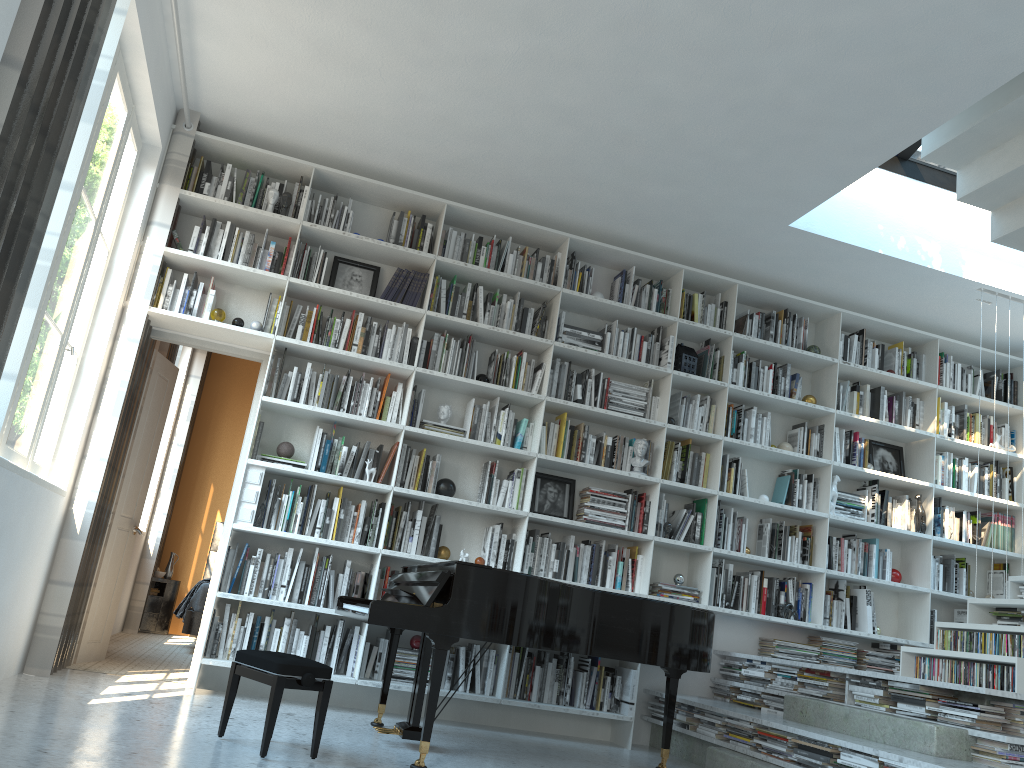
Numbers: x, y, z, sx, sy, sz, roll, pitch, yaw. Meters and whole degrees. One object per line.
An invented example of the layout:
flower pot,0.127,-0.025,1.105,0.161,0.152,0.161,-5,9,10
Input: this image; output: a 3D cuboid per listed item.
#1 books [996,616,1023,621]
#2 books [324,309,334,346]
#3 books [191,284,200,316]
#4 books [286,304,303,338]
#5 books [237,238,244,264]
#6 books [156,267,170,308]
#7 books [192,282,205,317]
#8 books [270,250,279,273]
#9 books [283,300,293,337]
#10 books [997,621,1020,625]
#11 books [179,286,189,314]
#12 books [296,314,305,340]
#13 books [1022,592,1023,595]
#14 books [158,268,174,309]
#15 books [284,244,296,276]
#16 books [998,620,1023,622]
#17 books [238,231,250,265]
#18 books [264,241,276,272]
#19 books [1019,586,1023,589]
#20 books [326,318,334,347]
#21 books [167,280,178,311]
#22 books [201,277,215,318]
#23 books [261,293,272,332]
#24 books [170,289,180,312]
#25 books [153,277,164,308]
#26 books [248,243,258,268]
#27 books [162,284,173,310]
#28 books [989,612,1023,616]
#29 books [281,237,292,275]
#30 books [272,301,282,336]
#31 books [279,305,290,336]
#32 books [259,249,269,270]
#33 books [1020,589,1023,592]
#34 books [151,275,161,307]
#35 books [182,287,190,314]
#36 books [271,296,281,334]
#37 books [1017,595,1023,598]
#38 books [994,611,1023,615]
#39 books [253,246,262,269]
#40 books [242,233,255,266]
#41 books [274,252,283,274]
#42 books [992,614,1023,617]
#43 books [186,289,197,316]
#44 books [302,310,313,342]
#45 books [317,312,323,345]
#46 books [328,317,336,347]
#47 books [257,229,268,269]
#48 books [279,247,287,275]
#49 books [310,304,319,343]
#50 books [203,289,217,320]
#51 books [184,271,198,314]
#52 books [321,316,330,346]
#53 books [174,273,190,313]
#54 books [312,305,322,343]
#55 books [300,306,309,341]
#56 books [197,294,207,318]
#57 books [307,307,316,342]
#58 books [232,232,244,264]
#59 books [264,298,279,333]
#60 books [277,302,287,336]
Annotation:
books,3.022,1.410,5.295,0.140,0.022,0.181,15,-16,-20
books,-1.140,-0.310,5.464,0.012,0.276,0.151,13,-15,-14
books,-1.878,-0.458,5.266,0.010,0.233,0.165,13,-15,-14
books,-1.339,-0.345,5.414,0.062,0.257,0.153,13,-15,-14
books,-1.663,-0.764,5.418,0.011,0.230,0.135,13,-15,-14
books,-2.063,-0.529,5.241,0.013,0.302,0.135,13,-15,-14
books,-1.856,-0.461,5.246,0.021,0.236,0.189,13,-15,-14
books,-1.470,-0.705,5.456,0.029,0.195,0.146,13,-15,-14
books,-1.369,-0.358,5.390,0.012,0.262,0.180,13,-15,-14
books,3.018,1.437,5.288,0.145,0.015,0.166,14,-16,-19
books,-1.946,-0.458,5.264,0.023,0.213,0.141,13,-15,-14
books,-1.295,-0.310,5.395,0.026,0.194,0.176,13,-15,-14
books,3.241,1.281,5.370,0.143,0.019,0.231,13,-16,-15
books,-2.041,-0.520,5.222,0.023,0.281,0.171,13,-15,-14
books,-1.384,-0.720,5.489,0.037,0.268,0.113,13,-15,-14
books,3.027,1.426,5.293,0.132,0.010,0.198,12,-15,-10
books,-1.635,-0.781,5.397,0.025,0.260,0.167,13,-15,-14
books,-1.487,-0.733,5.427,0.029,0.228,0.191,13,-15,-14
books,3.226,1.247,5.373,0.173,0.011,0.204,14,-16,-19
books,-1.129,-0.281,5.449,0.014,0.217,0.164,13,-15,-14
books,-2.003,-0.481,5.225,0.010,0.219,0.181,13,-15,-14
books,-1.814,-0.476,5.285,0.013,0.298,0.179,13,-15,-14
books,-1.491,-0.396,5.367,0.012,0.284,0.160,13,-15,-14
books,-1.995,-0.455,5.249,0.029,0.184,0.135,13,-15,-14
books,-2.075,-0.498,5.207,0.013,0.221,0.163,13,-15,-14
books,-1.590,-0.742,5.421,0.028,0.211,0.139,13,-15,-14
books,-2.026,-0.473,5.225,0.029,0.196,0.161,13,-15,-14
books,3.002,1.382,5.295,0.198,0.006,0.189,14,-16,-18
books,-1.401,-0.741,5.472,0.014,0.293,0.173,13,-15,-14
books,-1.420,-0.358,5.348,0.021,0.224,0.232,13,-15,-14
books,-1.390,-0.346,5.391,0.022,0.232,0.151,13,-15,-14
books,-1.525,-0.712,5.434,0.031,0.182,0.151,13,-15,-14
books,3.239,1.263,5.373,0.149,0.016,0.240,13,-16,-16
books,-2.087,-0.504,5.203,0.013,0.227,0.179,13,-15,-14
books,-1.925,-0.455,5.248,0.011,0.205,0.163,13,-15,-14
books,-1.440,-0.383,5.385,0.010,0.285,0.137,13,-15,-14
books,3.238,1.296,5.366,0.145,0.012,0.297,13,-16,-15
books,3.022,1.378,5.302,0.161,0.012,0.195,14,-16,-17
books,-1.566,-0.727,5.434,0.029,0.197,0.144,13,-15,-14
books,-1.609,-0.770,5.402,0.030,0.250,0.166,13,-15,-14
books,-1.441,-0.698,5.449,0.026,0.187,0.154,13,-15,-14
books,3.018,1.393,5.298,0.160,0.009,0.208,14,-16,-18
books,-1.896,-0.443,5.250,0.024,0.192,0.181,13,-15,-14
books,-1.259,-0.316,5.419,0.030,0.229,0.172,13,-15,-14
books,-1.182,-0.306,5.450,0.047,0.249,0.134,13,-15,-14
books,-1.118,-0.282,5.459,0.011,0.228,0.170,13,-15,-14
books,-1.532,-0.778,5.429,0.012,0.302,0.189,13,-15,-14
books,-1.423,-0.714,5.473,0.014,0.235,0.144,13,-15,-14
books,-1.220,-0.331,5.437,0.020,0.280,0.165,13,-15,-14
books,-1.796,-0.433,5.266,0.029,0.210,0.187,13,-15,-14
books,-1.901,-0.500,5.246,0.013,0.296,0.187,13,-15,-14
books,-1.157,-0.289,5.459,0.012,0.230,0.150,13,-15,-14
books,-1.958,-0.499,5.251,0.022,0.281,0.157,13,-15,-14
books,-1.202,-0.329,5.430,0.011,0.276,0.164,13,-15,-14
books,-1.277,-0.335,5.423,0.010,0.262,0.151,13,-15,-14
books,-1.847,-0.425,5.285,0.029,0.191,0.134,13,-15,-14
books,-1.236,-0.322,5.426,0.014,0.252,0.187,13,-15,-14
books,-1.669,-0.780,5.388,0.022,0.243,0.174,13,-15,-14
books,-1.472,-0.378,5.391,0.044,0.268,0.134,13,-15,-14
books,-1.406,-0.358,5.397,0.012,0.253,0.161,13,-15,-14
